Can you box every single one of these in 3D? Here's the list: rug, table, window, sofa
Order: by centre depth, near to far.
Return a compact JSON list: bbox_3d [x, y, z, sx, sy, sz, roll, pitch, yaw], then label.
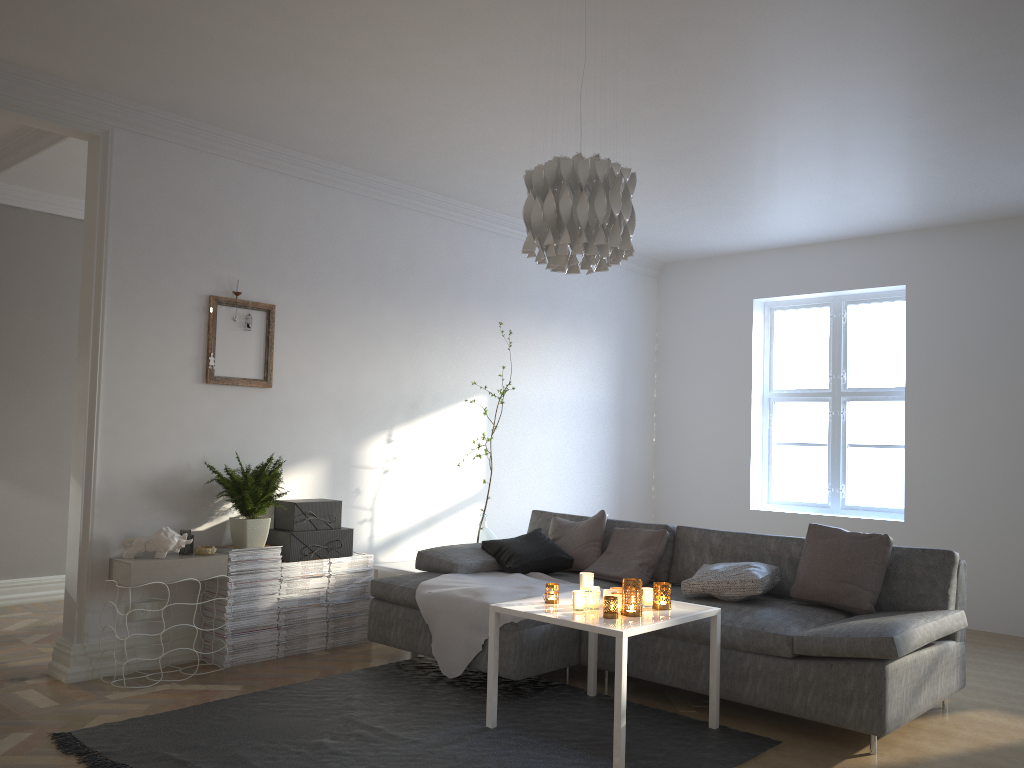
[{"bbox_3d":[-0.351,1.392,3.479,2.015,0.055,2.113,-2,-5,42],"label":"rug"},{"bbox_3d":[0.389,1.186,3.710,0.675,0.504,0.715,-1,-5,42],"label":"table"},{"bbox_3d":[-1.681,1.129,4.322,0.299,0.575,0.553,-1,-4,43],"label":"table"},{"bbox_3d":[0.697,1.137,4.468,2.632,0.772,1.556,-2,-5,42],"label":"sofa"},{"bbox_3d":[-1.417,1.147,4.664,0.246,0.596,0.321,-1,-4,42],"label":"table"},{"bbox_3d":[-1.210,1.216,4.889,0.246,0.499,0.327,-1,-4,42],"label":"table"},{"bbox_3d":[-0.998,1.237,5.121,0.246,0.499,0.327,-1,-4,42],"label":"table"},{"bbox_3d":[-0.564,1.316,5.419,0.423,0.411,0.437,-1,-4,42],"label":"table"},{"bbox_3d":[2.550,0.162,6.972,1.201,1.708,0.077,-1,-4,42],"label":"window"}]

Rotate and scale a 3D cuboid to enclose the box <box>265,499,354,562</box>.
[{"bbox_3d":[-1.119,0.817,4.993,0.298,0.315,0.420,-1,-4,42],"label":"box"}]

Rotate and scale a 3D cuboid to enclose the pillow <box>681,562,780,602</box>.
[{"bbox_3d":[1.087,0.982,4.398,0.404,0.194,0.406,0,-4,29],"label":"pillow"}]

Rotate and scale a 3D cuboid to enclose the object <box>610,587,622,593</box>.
[{"bbox_3d":[0.445,0.901,3.754,0.060,0.073,0.060,3,-3,-23],"label":"object"}]

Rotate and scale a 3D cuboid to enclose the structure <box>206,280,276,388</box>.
[{"bbox_3d":[-1.469,-0.278,4.831,0.053,0.574,0.399,-1,-4,40],"label":"structure"}]

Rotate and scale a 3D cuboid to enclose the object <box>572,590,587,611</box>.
[{"bbox_3d":[0.276,0.889,3.642,0.060,0.073,0.060,0,-3,22],"label":"object"}]

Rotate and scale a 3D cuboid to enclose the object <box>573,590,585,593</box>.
[{"bbox_3d":[0.277,0.887,3.642,0.056,0.066,0.056,1,-3,4],"label":"object"}]

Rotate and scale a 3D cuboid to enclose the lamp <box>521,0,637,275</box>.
[{"bbox_3d":[0.221,-0.889,2.793,0.354,1.064,0.355,2,-3,-5],"label":"lamp"}]

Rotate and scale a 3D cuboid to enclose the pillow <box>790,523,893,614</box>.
[{"bbox_3d":[1.572,0.878,4.239,0.426,0.390,0.242,-1,-4,43],"label":"pillow"}]

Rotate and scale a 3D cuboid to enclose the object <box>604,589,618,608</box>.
[{"bbox_3d":[0.411,0.897,3.697,0.060,0.073,0.060,2,-3,-2],"label":"object"}]

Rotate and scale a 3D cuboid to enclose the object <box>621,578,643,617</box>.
[{"bbox_3d":[0.481,0.856,3.557,0.087,0.139,0.090,1,-3,13],"label":"object"}]

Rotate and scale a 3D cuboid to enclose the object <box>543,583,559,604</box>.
[{"bbox_3d":[0.172,0.892,3.780,0.060,0.079,0.060,-1,-4,37],"label":"object"}]

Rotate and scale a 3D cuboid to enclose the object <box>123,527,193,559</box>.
[{"bbox_3d":[-1.706,0.764,4.283,0.311,0.150,0.137,3,-3,-18],"label":"object"}]

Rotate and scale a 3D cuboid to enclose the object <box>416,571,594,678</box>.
[{"bbox_3d":[-0.048,1.228,4.549,0.812,0.437,0.726,-1,-5,41],"label":"object"}]

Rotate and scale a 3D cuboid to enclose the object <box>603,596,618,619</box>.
[{"bbox_3d":[0.389,0.880,3.495,0.060,0.079,0.060,0,-4,33],"label":"object"}]

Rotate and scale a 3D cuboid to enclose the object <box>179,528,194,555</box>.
[{"bbox_3d":[-1.636,0.784,4.449,0.062,0.134,0.123,2,-3,-7],"label":"object"}]

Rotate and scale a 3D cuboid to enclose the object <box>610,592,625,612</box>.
[{"bbox_3d":[0.430,0.892,3.623,0.060,0.073,0.060,0,-4,31],"label":"object"}]

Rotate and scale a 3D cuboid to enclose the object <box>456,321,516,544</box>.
[{"bbox_3d":[-0.159,0.392,5.654,0.340,1.673,0.776,2,-3,2],"label":"object"}]

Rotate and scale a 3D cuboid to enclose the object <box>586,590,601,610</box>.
[{"bbox_3d":[0.336,0.893,3.672,0.060,0.073,0.060,0,-3,22],"label":"object"}]

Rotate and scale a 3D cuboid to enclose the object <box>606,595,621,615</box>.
[{"bbox_3d":[0.408,0.888,3.563,0.060,0.073,0.060,0,-4,31],"label":"object"}]

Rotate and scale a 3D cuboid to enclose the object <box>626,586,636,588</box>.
[{"bbox_3d":[0.513,0.911,3.826,0.047,0.068,0.054,1,-3,3],"label":"object"}]

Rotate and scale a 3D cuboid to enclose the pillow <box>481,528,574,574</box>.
[{"bbox_3d":[0.085,0.975,5.119,0.421,0.248,0.402,3,-4,-27],"label":"pillow"}]

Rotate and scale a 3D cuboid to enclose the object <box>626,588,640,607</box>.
[{"bbox_3d":[0.510,0.903,3.748,0.060,0.073,0.060,3,-3,-23],"label":"object"}]

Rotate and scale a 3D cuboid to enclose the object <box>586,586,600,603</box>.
[{"bbox_3d":[0.344,0.899,3.769,0.060,0.073,0.060,3,-3,-23],"label":"object"}]

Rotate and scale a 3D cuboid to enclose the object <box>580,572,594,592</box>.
[{"bbox_3d":[0.308,0.818,3.658,0.060,0.073,0.060,4,-4,-31],"label":"object"}]

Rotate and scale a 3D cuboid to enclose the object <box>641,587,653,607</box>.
[{"bbox_3d":[0.575,0.906,3.767,0.060,0.073,0.060,1,-3,4],"label":"object"}]

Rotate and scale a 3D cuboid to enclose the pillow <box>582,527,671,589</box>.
[{"bbox_3d":[0.644,0.965,5.010,0.337,0.311,0.414,5,-4,-42],"label":"pillow"}]

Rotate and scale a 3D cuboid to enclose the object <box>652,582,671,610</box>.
[{"bbox_3d":[0.629,0.888,3.717,0.080,0.104,0.080,0,-4,33],"label":"object"}]

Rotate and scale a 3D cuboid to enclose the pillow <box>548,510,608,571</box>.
[{"bbox_3d":[0.390,0.949,5.320,0.430,0.402,0.324,0,-4,30],"label":"pillow"}]

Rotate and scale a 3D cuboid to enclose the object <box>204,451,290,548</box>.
[{"bbox_3d":[-1.378,0.615,4.666,0.368,0.526,0.438,-1,-4,42],"label":"object"}]

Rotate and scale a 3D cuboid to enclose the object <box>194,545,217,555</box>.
[{"bbox_3d":[-1.535,0.831,4.439,0.104,0.046,0.099,2,-4,-1],"label":"object"}]
